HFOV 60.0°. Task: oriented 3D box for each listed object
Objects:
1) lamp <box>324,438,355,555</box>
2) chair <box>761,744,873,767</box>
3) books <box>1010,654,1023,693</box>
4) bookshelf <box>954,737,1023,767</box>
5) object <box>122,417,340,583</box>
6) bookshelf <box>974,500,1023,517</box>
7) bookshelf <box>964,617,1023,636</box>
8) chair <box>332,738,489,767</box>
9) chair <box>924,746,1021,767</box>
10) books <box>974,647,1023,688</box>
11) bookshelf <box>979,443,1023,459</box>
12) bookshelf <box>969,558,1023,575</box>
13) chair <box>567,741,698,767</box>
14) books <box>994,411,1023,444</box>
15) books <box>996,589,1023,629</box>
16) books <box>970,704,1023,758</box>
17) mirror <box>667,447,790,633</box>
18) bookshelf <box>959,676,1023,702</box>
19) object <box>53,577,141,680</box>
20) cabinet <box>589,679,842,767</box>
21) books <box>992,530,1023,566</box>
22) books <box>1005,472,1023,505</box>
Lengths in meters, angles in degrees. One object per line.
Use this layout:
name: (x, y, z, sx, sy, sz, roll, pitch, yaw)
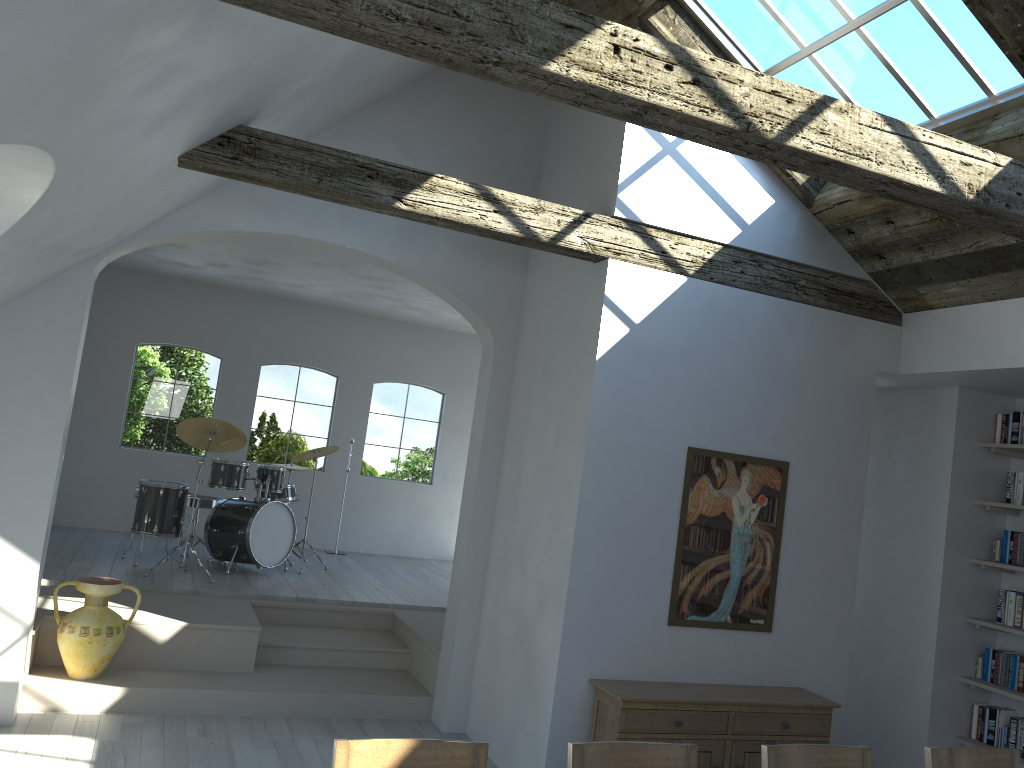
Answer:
lamp: (-2.015, 1.333, 10.632, 0.232, 1.383, 0.238, 10, -5, -21)
chair: (1.111, 1.768, 2.859, 0.514, 1.006, 0.605, 10, -5, -21)
books: (3.384, 1.877, 5.637, 0.189, 0.224, 0.345, 10, -5, -21)
bookshelf: (4.526, 2.283, 2.345, 0.315, 0.070, 7.825, 10, -5, -21)
object: (-2.784, 1.057, 8.634, 1.465, 1.383, 2.354, 5, -6, 23)
bookshelf: (4.735, 0.722, 2.484, 0.315, 0.070, 7.825, 10, -5, -21)
bookshelf: (4.630, 1.503, 2.415, 0.315, 0.070, 7.825, 10, -5, -21)
chair: (-0.263, 1.536, 2.328, 0.514, 1.006, 0.605, 10, -5, -21)
chair: (1.797, 1.884, 3.124, 0.514, 1.006, 0.605, 10, -5, -21)
books: (3.274, 1.889, 5.922, 0.209, 0.220, 0.278, 10, -5, -22)
bookshelf: (4.788, 0.331, 2.519, 0.315, 0.070, 7.825, 10, -5, -21)
bookshelf: (4.683, 1.112, 2.450, 0.315, 0.070, 7.825, 10, -5, -21)
chair: (0.424, 1.652, 2.593, 0.514, 1.006, 0.605, 10, -5, -21)
books: (3.982, 0.274, 4.809, 0.242, 0.237, 2.981, 10, -5, -21)
books: (3.414, 1.489, 5.736, 0.214, 0.220, 0.490, 10, -5, -21)
books: (3.723, 2.222, 4.627, 0.242, 0.237, 2.981, 10, -5, -21)
mirror: (1.314, 0.945, 5.333, 0.736, 1.047, 0.009, 10, -5, -21)
bookshelf: (4.578, 1.893, 2.380, 0.315, 0.070, 7.825, 10, -5, -21)
object: (-2.667, 1.553, 5.634, 0.396, 0.605, 0.402, 5, -6, 26)
cabinet: (1.127, 2.111, 5.033, 1.481, 0.714, 0.383, 10, -5, -21)
books: (3.402, 1.102, 5.934, 0.209, 0.220, 0.278, 10, -5, -22)
books: (3.517, 0.708, 5.812, 0.214, 0.220, 0.490, 10, -5, -21)
